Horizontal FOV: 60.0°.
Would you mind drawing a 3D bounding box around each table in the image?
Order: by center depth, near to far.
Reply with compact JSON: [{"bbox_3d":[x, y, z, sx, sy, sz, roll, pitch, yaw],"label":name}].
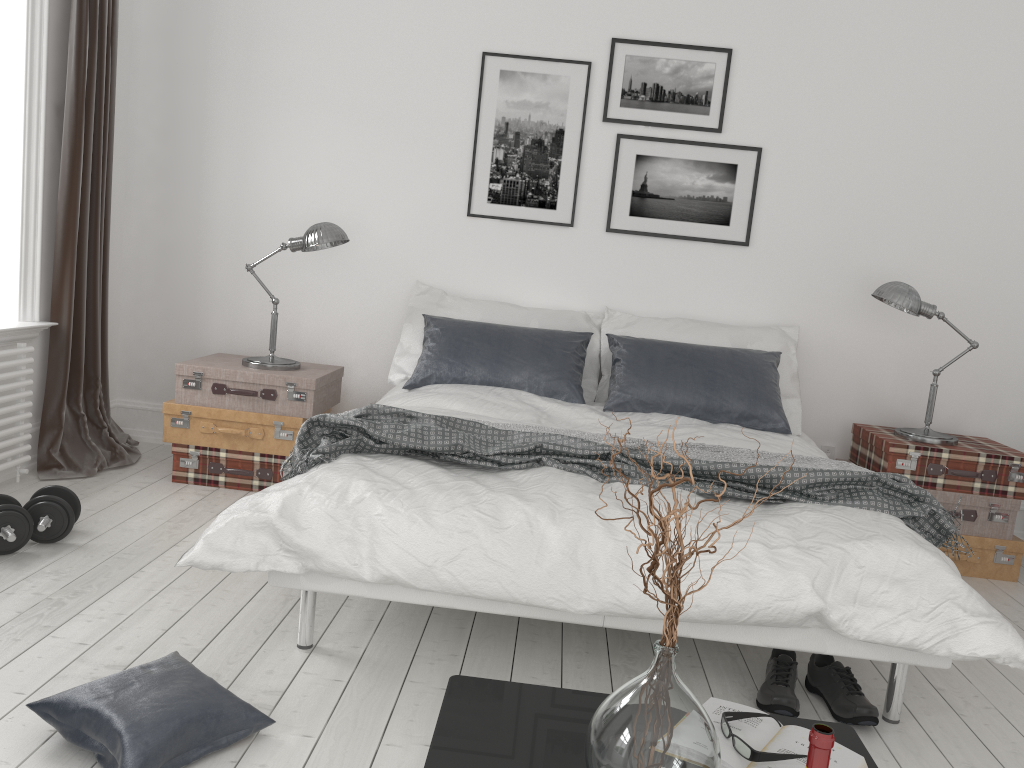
[{"bbox_3d":[0.237,0.846,1.417,0.833,0.313,0.824,6,8,3],"label":"table"}]

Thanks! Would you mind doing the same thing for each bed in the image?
[{"bbox_3d":[0.318,0.271,3.401,2.217,0.926,2.473,6,8,3],"label":"bed"}]

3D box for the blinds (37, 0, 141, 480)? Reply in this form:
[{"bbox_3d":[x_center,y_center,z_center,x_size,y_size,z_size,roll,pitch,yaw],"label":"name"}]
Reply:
[{"bbox_3d":[-1.855,-0.948,4.083,0.327,2.680,0.779,6,8,-2],"label":"blinds"}]

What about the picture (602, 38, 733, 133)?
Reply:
[{"bbox_3d":[0.766,-1.476,4.388,0.592,0.403,0.015,6,8,3],"label":"picture"}]

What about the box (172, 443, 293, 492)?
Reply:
[{"bbox_3d":[-1.225,0.364,4.283,0.647,0.185,0.537,6,8,3],"label":"box"}]

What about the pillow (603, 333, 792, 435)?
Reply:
[{"bbox_3d":[0.836,-0.010,4.062,0.842,0.339,0.405,6,8,3],"label":"pillow"}]

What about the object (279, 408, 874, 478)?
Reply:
[{"bbox_3d":[0.278,0.419,3.147,2.236,0.500,0.521,7,8,6],"label":"object"}]

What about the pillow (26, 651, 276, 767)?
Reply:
[{"bbox_3d":[-0.817,0.742,2.026,0.381,0.121,0.391,11,9,33],"label":"pillow"}]

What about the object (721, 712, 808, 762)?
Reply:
[{"bbox_3d":[0.454,0.635,1.594,0.135,0.030,0.141,4,8,-13],"label":"object"}]

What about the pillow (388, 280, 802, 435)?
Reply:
[{"bbox_3d":[0.424,-0.137,4.292,1.965,0.529,0.465,6,8,2],"label":"pillow"}]

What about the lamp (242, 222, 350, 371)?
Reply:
[{"bbox_3d":[-1.022,-0.419,4.162,0.488,0.699,0.269,6,8,3],"label":"lamp"}]

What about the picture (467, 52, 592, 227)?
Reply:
[{"bbox_3d":[0.083,-1.226,4.463,0.545,0.810,0.015,6,8,3],"label":"picture"}]

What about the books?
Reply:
[{"bbox_3d":[0.453,0.665,1.602,0.342,0.040,0.231,11,9,34],"label":"books"}]

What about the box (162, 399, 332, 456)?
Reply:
[{"bbox_3d":[-1.256,0.178,4.256,0.647,0.185,0.537,6,8,3],"label":"box"}]

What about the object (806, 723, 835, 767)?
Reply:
[{"bbox_3d":[0.379,0.585,1.143,0.081,0.303,0.081,9,8,19],"label":"object"}]

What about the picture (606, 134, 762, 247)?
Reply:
[{"bbox_3d":[0.858,-0.971,4.449,0.720,0.486,0.015,6,8,3],"label":"picture"}]

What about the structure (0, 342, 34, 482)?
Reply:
[{"bbox_3d":[-2.152,0.201,3.393,0.114,0.670,0.887,6,8,3],"label":"structure"}]

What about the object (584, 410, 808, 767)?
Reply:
[{"bbox_3d":[0.211,0.355,1.349,0.291,0.666,0.313,1,9,-34],"label":"object"}]

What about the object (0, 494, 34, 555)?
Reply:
[{"bbox_3d":[-1.762,0.483,3.054,0.179,0.179,0.326,-1,10,-42],"label":"object"}]

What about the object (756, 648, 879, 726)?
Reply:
[{"bbox_3d":[0.850,0.853,2.512,0.322,0.127,0.300,6,8,3],"label":"object"}]

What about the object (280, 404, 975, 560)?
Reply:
[{"bbox_3d":[0.287,0.367,2.764,2.154,0.377,0.536,7,8,5],"label":"object"}]

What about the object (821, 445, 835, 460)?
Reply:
[{"bbox_3d":[1.625,0.387,4.581,0.070,0.140,0.009,6,8,3],"label":"object"}]

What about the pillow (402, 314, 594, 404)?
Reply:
[{"bbox_3d":[-0.051,-0.109,4.114,0.837,0.329,0.405,6,8,3],"label":"pillow"}]

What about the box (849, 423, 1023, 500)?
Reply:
[{"bbox_3d":[1.968,0.352,4.086,0.647,0.185,0.537,6,8,3],"label":"box"}]

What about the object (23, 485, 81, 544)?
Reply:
[{"bbox_3d":[-1.670,0.471,3.212,0.179,0.179,0.326,4,8,-17],"label":"object"}]

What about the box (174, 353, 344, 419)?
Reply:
[{"bbox_3d":[-1.191,0.002,4.229,0.647,0.185,0.537,6,8,3],"label":"box"}]

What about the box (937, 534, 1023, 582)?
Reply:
[{"bbox_3d":[1.930,0.715,4.131,0.647,0.185,0.537,6,8,3],"label":"box"}]

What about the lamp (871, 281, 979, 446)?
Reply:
[{"bbox_3d":[1.846,-0.100,4.024,0.488,0.699,0.269,6,8,3],"label":"lamp"}]

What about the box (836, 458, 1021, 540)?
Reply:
[{"bbox_3d":[1.892,0.528,4.109,0.647,0.185,0.537,6,8,3],"label":"box"}]
